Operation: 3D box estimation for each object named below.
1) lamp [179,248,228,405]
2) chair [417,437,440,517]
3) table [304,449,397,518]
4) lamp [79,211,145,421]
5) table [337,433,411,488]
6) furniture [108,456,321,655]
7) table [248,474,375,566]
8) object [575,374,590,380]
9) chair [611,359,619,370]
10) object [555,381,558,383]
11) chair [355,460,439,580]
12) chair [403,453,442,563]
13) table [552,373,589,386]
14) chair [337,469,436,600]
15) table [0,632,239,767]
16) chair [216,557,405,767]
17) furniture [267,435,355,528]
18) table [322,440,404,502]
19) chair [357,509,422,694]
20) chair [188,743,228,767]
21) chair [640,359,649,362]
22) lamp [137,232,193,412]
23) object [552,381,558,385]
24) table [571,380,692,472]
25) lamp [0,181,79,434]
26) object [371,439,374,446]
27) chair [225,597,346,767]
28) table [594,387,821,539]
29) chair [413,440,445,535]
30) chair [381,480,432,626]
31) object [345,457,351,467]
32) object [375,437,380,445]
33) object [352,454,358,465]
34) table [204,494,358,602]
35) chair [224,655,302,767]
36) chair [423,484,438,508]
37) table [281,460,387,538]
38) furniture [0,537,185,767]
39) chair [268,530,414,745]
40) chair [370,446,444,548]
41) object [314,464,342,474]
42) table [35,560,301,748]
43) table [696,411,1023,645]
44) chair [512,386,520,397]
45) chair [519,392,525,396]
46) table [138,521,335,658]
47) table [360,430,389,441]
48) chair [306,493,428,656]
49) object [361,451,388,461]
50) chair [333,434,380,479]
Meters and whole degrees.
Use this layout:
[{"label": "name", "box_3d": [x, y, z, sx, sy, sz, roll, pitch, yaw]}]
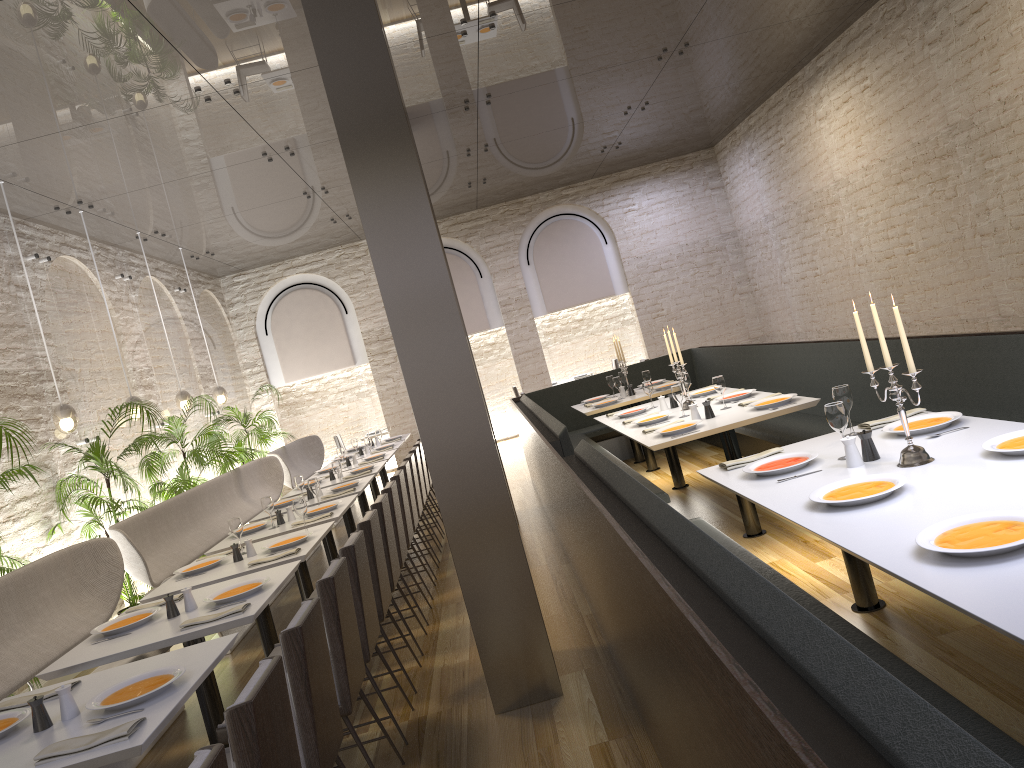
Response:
[{"label": "lamp", "box_3d": [-3.900, -0.722, 11.133, 0.178, 2.041, 0.177, -15, 0, -23]}, {"label": "chair", "box_3d": [-1.065, 1.055, 9.251, 0.566, 0.906, 0.412, -15, 0, -2]}, {"label": "table", "box_3d": [-1.693, 1.272, 9.955, 0.936, 0.760, 1.011, -15, 1, -2]}, {"label": "lamp", "box_3d": [-3.785, -0.638, 8.331, 0.178, 2.041, 0.177, -15, 0, -17]}, {"label": "table", "box_3d": [-1.785, 1.205, 12.197, 0.936, 0.760, 1.011, -15, 1, -2]}, {"label": "furniture", "box_3d": [-2.388, 1.366, 8.054, 0.709, 1.097, 4.476, -15, 2, -2]}, {"label": "table", "box_3d": [-1.599, 1.341, 7.668, 0.936, 0.760, 1.011, -15, 1, -2]}, {"label": "object", "box_3d": [1.190, -0.116, 14.844, 0.273, 0.033, 0.142, -15, 2, -2]}, {"label": "chair", "box_3d": [1.647, 0.071, 15.218, 0.566, 0.906, 0.412, -15, 0, -2]}, {"label": "object", "box_3d": [0.662, 0.000, 15.525, 0.273, 0.033, 0.142, -15, 2, -2]}, {"label": "chair", "box_3d": [-0.970, 1.125, 6.939, 0.566, 0.906, 0.412, -15, 0, -2]}, {"label": "chair", "box_3d": [-0.993, 1.108, 7.502, 0.566, 0.906, 0.412, -15, 0, -2]}, {"label": "table", "box_3d": [1.023, 0.318, 15.194, 0.936, 0.760, 1.011, -15, 1, -2]}, {"label": "chair", "box_3d": [-0.947, 1.141, 6.378, 0.566, 0.906, 0.412, -15, 0, -2]}, {"label": "table", "box_3d": [-1.406, 1.482, 2.963, 0.936, 0.760, 1.011, -15, 1, -2]}, {"label": "chair", "box_3d": [-0.829, 1.228, 3.495, 0.566, 0.906, 0.412, -15, 0, -2]}, {"label": "furniture", "box_3d": [-2.538, 1.255, 11.727, 0.707, 1.097, 2.585, -15, 2, -2]}, {"label": "table", "box_3d": [-1.738, 1.239, 11.057, 0.936, 0.760, 1.011, -15, 1, -2]}, {"label": "chair", "box_3d": [-0.877, 1.193, 4.654, 0.566, 0.906, 0.412, -15, 0, -2]}, {"label": "chair", "box_3d": [-0.756, 1.281, 1.720, 0.566, 0.906, 0.412, -15, 0, -2]}, {"label": "chair", "box_3d": [1.757, 0.152, 12.529, 0.566, 0.906, 0.412, -15, 0, -2]}, {"label": "lamp", "box_3d": [-3.843, -0.680, 9.746, 0.178, 2.041, 0.177, -15, 0, -23]}, {"label": "object", "box_3d": [0.657, 0.008, 15.183, 0.320, 0.036, 0.323, -14, 3, 33]}, {"label": "table", "box_3d": [1.303, 0.487, 9.216, 1.101, 0.760, 1.188, -15, 2, -2]}, {"label": "lamp", "box_3d": [-3.728, -0.596, 6.930, 0.177, 2.041, 0.178, -15, 0, 19]}, {"label": "object", "box_3d": [-1.923, 0.795, 12.127, 0.059, 0.109, 0.060, -15, 1, 33]}, {"label": "chair", "box_3d": [-0.804, 1.246, 2.878, 0.566, 0.906, 0.412, -15, 0, -2]}, {"label": "table", "box_3d": [1.408, 0.563, 6.662, 1.101, 0.760, 2.539, -15, 2, -2]}, {"label": "chair", "box_3d": [-1.041, 1.073, 8.662, 0.566, 0.906, 0.412, -15, 0, -2]}, {"label": "chair", "box_3d": [-0.923, 1.159, 5.785, 0.566, 0.906, 0.412, -15, 0, -2]}, {"label": "object", "box_3d": [-1.831, 0.862, 9.886, 0.059, 0.109, 0.060, -15, 1, 33]}, {"label": "object", "box_3d": [-1.857, 0.775, 12.176, 0.059, 0.109, 0.060, -15, 1, 33]}, {"label": "object", "box_3d": [-1.765, 0.842, 9.934, 0.059, 0.109, 0.060, -15, 1, 33]}, {"label": "table", "box_3d": [-1.551, 1.376, 6.507, 0.936, 0.760, 1.011, -15, 1, -2]}, {"label": "chair", "box_3d": [-0.780, 1.264, 2.285, 0.566, 0.906, 0.412, -15, 0, -2]}, {"label": "chair", "box_3d": [-1.088, 1.039, 9.808, 0.566, 0.906, 0.412, -15, 0, -2]}, {"label": "table", "box_3d": [-1.647, 1.306, 8.838, 0.936, 0.760, 1.011, -15, 1, -2]}, {"label": "furniture", "box_3d": [-2.198, 1.504, 3.418, 0.709, 1.097, 4.476, -15, 2, -2]}, {"label": "chair", "box_3d": [-0.852, 1.211, 4.060, 0.566, 0.906, 0.412, -15, 0, -2]}, {"label": "chair", "box_3d": [-1.018, 1.090, 8.093, 0.566, 0.906, 0.412, -15, 0, -2]}, {"label": "object", "box_3d": [-2.059, 0.963, 9.943, 0.320, 0.036, 0.323, -14, 3, 35]}, {"label": "table", "box_3d": [-1.457, 1.444, 4.213, 0.936, 0.760, 1.011, -15, 1, -2]}, {"label": "table", "box_3d": [1.559, 0.674, 2.980, 1.101, 0.760, 2.539, -15, 2, -2]}, {"label": "chair", "box_3d": [0.383, 0.418, 15.162, 0.566, 0.906, 0.412, -15, 0, -2]}, {"label": "chair", "box_3d": [0.493, 0.499, 12.473, 0.566, 0.906, 0.412, -15, 0, -2]}, {"label": "table", "box_3d": [-1.504, 1.410, 5.344, 0.936, 0.760, 1.011, -15, 1, -2]}, {"label": "table", "box_3d": [-1.967, 1.137, 15.062, 0.936, 0.760, 1.011, -15, 1, -2]}, {"label": "chair", "box_3d": [-0.900, 1.176, 5.220, 0.566, 0.906, 0.412, -15, 0, -2]}, {"label": "object", "box_3d": [-1.541, 0.821, 9.964, 0.320, 0.036, 0.323, -14, 3, 35]}, {"label": "chair", "box_3d": [-2.621, 1.242, 15.029, 0.566, 0.906, 0.412, -15, 0, -2]}]
